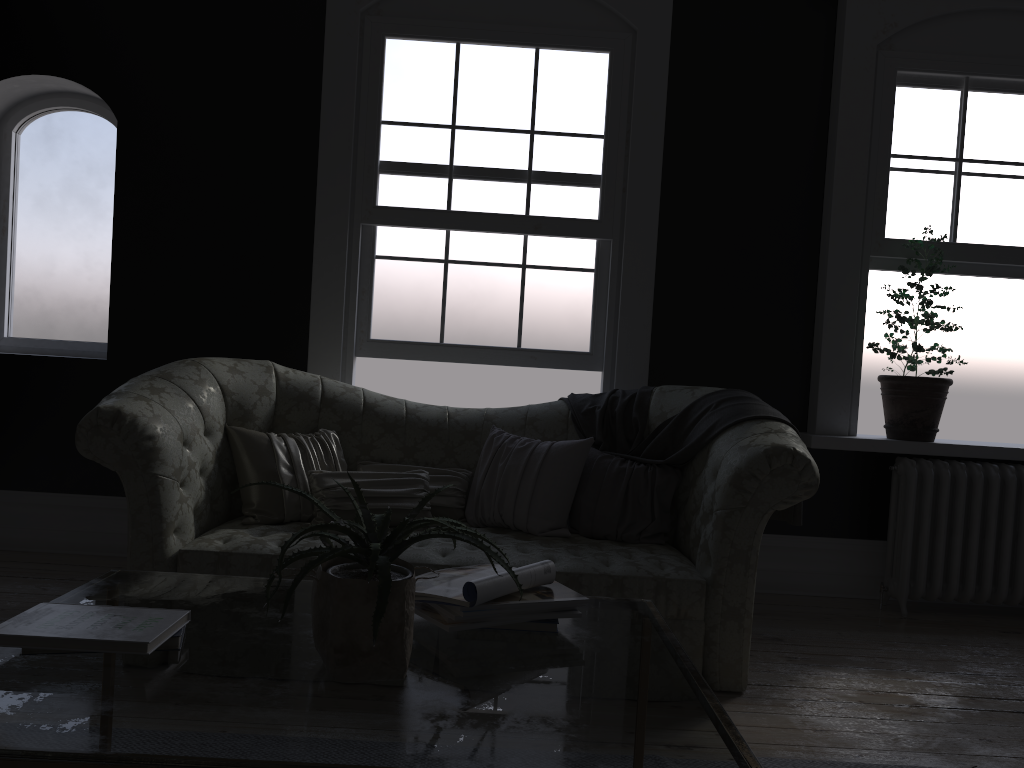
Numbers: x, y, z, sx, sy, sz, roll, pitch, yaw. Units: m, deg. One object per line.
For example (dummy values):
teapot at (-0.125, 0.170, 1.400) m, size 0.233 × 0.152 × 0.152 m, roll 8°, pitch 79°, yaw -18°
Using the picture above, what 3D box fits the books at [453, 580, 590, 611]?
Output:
books at (-0.018, 0.487, 2.088) m, size 0.318 × 0.011 × 0.252 m, roll 3°, pitch 1°, yaw -24°

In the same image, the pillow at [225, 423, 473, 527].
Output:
pillow at (-0.728, 0.411, 3.943) m, size 1.105 × 0.416 × 0.528 m, roll 3°, pitch 1°, yaw -1°

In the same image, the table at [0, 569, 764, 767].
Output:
table at (-0.353, 0.824, 1.843) m, size 1.449 × 0.558 × 1.092 m, roll 3°, pitch 1°, yaw -1°

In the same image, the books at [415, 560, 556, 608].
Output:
books at (-0.097, 0.469, 2.078) m, size 0.272 × 0.109 × 0.322 m, roll 4°, pitch 1°, yaw 34°

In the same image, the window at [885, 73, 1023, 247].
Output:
window at (2.663, -1.178, 4.880) m, size 1.263 × 1.018 × 0.056 m, roll 3°, pitch 2°, yaw -1°

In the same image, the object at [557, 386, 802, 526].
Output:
object at (0.722, 0.296, 4.134) m, size 0.517 × 0.585 × 1.366 m, roll 2°, pitch 2°, yaw -42°

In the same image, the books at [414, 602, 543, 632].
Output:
books at (-0.074, 0.526, 2.089) m, size 0.318 × 0.011 × 0.252 m, roll 3°, pitch 1°, yaw -34°

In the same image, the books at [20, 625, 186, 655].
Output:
books at (-0.820, 0.502, 1.803) m, size 0.289 × 0.030 × 0.193 m, roll 3°, pitch 1°, yaw -17°

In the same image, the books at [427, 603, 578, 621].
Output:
books at (-0.046, 0.507, 2.096) m, size 0.318 × 0.011 × 0.252 m, roll 3°, pitch 1°, yaw -29°

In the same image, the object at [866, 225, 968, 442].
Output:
object at (2.179, -0.262, 4.757) m, size 0.474 × 1.134 × 0.505 m, roll 5°, pitch 2°, yaw 39°

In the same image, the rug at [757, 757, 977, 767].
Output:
rug at (-0.320, 1.095, 1.702) m, size 3.645 × 0.050 × 2.104 m, roll 3°, pitch 1°, yaw 0°

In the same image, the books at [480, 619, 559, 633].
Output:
books at (-0.009, 0.547, 2.096) m, size 0.231 × 0.023 × 0.162 m, roll 3°, pitch 1°, yaw 0°

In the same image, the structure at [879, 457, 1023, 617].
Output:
structure at (2.551, 0.842, 4.738) m, size 1.141 × 0.849 × 0.276 m, roll 3°, pitch 2°, yaw -1°

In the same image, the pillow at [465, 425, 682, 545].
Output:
pillow at (0.271, 0.450, 3.982) m, size 0.963 × 0.462 × 0.405 m, roll 4°, pitch 2°, yaw 7°

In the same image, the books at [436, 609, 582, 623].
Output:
books at (-0.031, 0.518, 2.099) m, size 0.318 × 0.011 × 0.252 m, roll 3°, pitch 1°, yaw -19°

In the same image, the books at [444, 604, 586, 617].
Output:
books at (-0.028, 0.497, 2.090) m, size 0.318 × 0.011 × 0.252 m, roll 3°, pitch 1°, yaw -29°

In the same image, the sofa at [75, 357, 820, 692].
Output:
sofa at (-0.254, 0.527, 4.025) m, size 2.813 × 1.161 × 1.605 m, roll 3°, pitch 1°, yaw 0°

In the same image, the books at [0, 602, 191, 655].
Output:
books at (-0.821, 0.476, 1.736) m, size 0.307 × 0.024 × 0.220 m, roll 3°, pitch 1°, yaw -1°

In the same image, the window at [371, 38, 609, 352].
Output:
window at (-0.125, -1.018, 4.841) m, size 1.263 × 1.673 × 0.056 m, roll 3°, pitch 2°, yaw -1°

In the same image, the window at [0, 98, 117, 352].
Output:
window at (-2.609, -0.931, 5.214) m, size 0.740 × 1.457 × 0.112 m, roll 3°, pitch 2°, yaw -1°
